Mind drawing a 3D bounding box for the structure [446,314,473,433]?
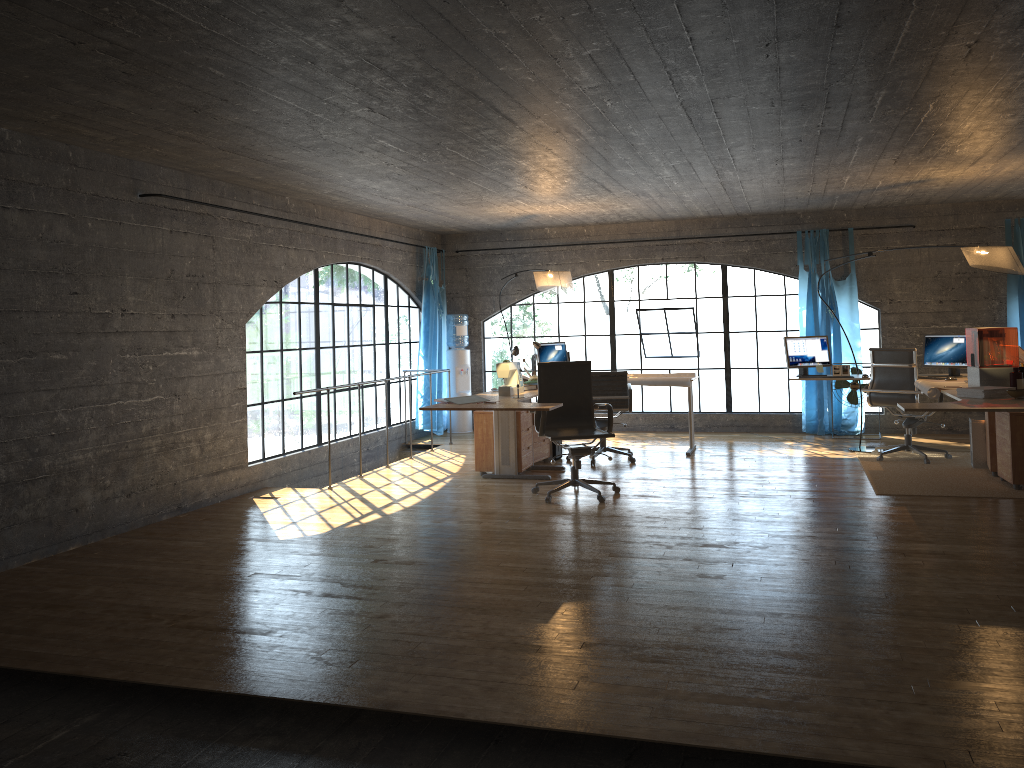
[{"bbox_3d":[-0.674,-0.138,11.116,0.326,1.480,0.327,-3,-2,38],"label":"structure"}]

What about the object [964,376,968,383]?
[{"bbox_3d":[3.735,-0.036,7.138,0.054,0.064,0.159,-2,3,-15],"label":"object"}]

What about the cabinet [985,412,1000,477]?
[{"bbox_3d":[4.069,0.444,7.062,0.472,0.573,0.425,-1,0,25],"label":"cabinet"}]

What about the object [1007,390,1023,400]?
[{"bbox_3d":[3.294,0.071,5.729,0.146,0.055,0.147,-2,3,-6],"label":"object"}]

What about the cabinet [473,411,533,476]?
[{"bbox_3d":[-0.068,0.509,7.813,0.426,0.573,0.425,-2,0,15],"label":"cabinet"}]

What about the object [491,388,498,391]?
[{"bbox_3d":[-0.101,0.051,7.721,0.075,0.026,0.180,-4,5,-42],"label":"object"}]

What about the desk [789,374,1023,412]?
[{"bbox_3d":[3.824,0.392,6.691,3.256,0.739,3.476,0,4,17],"label":"desk"}]

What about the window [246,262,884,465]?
[{"bbox_3d":[0.347,-0.470,10.021,6.951,1.874,3.185,-3,3,-22],"label":"window"}]

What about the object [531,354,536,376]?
[{"bbox_3d":[0.217,-0.167,9.007,0.085,0.278,0.084,-1,-2,-29],"label":"object"}]

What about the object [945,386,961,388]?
[{"bbox_3d":[3.388,0.024,6.782,0.125,0.009,0.012,1,3,31],"label":"object"}]

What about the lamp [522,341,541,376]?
[{"bbox_3d":[0.197,-0.224,8.881,0.207,0.410,0.105,-1,-2,-15],"label":"lamp"}]

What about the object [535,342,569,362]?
[{"bbox_3d":[0.420,-0.238,9.157,0.285,0.391,0.470,-2,1,43],"label":"object"}]

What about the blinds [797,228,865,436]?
[{"bbox_3d":[3.550,-0.589,9.850,0.667,2.303,0.257,-2,-2,13],"label":"blinds"}]

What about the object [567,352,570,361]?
[{"bbox_3d":[0.584,-0.201,9.378,0.085,0.278,0.085,-2,-1,20],"label":"object"}]

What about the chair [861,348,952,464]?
[{"bbox_3d":[3.569,0.172,8.054,0.685,1.017,0.651,-1,0,-39],"label":"chair"}]

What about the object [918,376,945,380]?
[{"bbox_3d":[3.696,-0.056,7.877,0.187,0.011,0.490,-3,4,-17],"label":"object"}]

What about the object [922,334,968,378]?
[{"bbox_3d":[3.954,-0.261,8.008,0.286,0.391,0.469,-2,1,-32],"label":"object"}]

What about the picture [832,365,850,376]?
[{"bbox_3d":[3.194,-0.134,8.568,0.158,0.105,0.032,-1,-1,18],"label":"picture"}]

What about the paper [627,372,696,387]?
[{"bbox_3d":[1.399,-0.041,8.919,0.850,0.114,0.583,0,4,18],"label":"paper"}]

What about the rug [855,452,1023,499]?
[{"bbox_3d":[3.750,0.722,7.247,1.599,0.005,2.205,0,4,17],"label":"rug"}]

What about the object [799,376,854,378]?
[{"bbox_3d":[2.968,-0.066,8.343,0.490,0.011,0.187,0,4,17],"label":"object"}]

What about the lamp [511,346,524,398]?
[{"bbox_3d":[0.043,-0.096,6.957,0.105,0.410,0.207,-2,-1,4],"label":"lamp"}]

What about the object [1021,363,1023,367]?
[{"bbox_3d":[4.017,-0.089,6.937,0.105,0.176,0.100,-2,0,4],"label":"object"}]

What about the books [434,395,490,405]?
[{"bbox_3d":[-0.383,0.117,6.673,0.308,0.044,0.317,-4,5,-38],"label":"books"}]

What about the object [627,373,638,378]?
[{"bbox_3d":[1.221,-0.095,9.124,0.159,0.064,0.054,-2,1,-16],"label":"object"}]

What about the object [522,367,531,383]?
[{"bbox_3d":[0.151,-0.088,8.688,0.190,0.165,0.169,-2,1,2],"label":"object"}]

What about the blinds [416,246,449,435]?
[{"bbox_3d":[-0.924,-0.531,10.748,0.262,2.289,0.945,-2,-1,14],"label":"blinds"}]

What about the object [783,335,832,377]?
[{"bbox_3d":[2.902,-0.274,8.664,0.470,0.391,0.285,-2,0,-12],"label":"object"}]

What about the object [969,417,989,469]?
[{"bbox_3d":[4.113,0.500,7.396,0.480,0.412,0.200,-1,-1,22],"label":"object"}]

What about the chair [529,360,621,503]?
[{"bbox_3d":[0.500,0.341,6.748,0.653,1.017,0.684,-2,0,-13],"label":"chair"}]

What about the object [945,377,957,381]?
[{"bbox_3d":[3.746,-0.046,7.536,0.101,0.034,0.059,-2,2,-8],"label":"object"}]

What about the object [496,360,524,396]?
[{"bbox_3d":[-0.023,-0.057,7.346,0.136,0.285,0.403,-2,2,18],"label":"object"}]

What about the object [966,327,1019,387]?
[{"bbox_3d":[3.427,-0.173,6.293,0.270,0.459,0.222,-2,-1,7],"label":"object"}]

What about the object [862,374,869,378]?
[{"bbox_3d":[3.277,-0.075,8.189,0.059,0.034,0.101,0,3,28],"label":"object"}]

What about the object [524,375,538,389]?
[{"bbox_3d":[0.263,-0.029,7.992,0.255,0.130,0.253,-1,3,20],"label":"object"}]

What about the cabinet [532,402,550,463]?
[{"bbox_3d":[0.109,0.473,8.301,0.471,0.573,0.425,-1,0,25],"label":"cabinet"}]

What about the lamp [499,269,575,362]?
[{"bbox_3d":[-0.414,-0.423,11.803,0.386,1.933,6.239,-1,3,-18],"label":"lamp"}]

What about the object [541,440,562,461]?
[{"bbox_3d":[0.228,0.528,8.613,0.480,0.412,0.200,-1,-1,22],"label":"object"}]

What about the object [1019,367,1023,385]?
[{"bbox_3d":[3.519,-0.025,6.086,0.079,0.187,0.079,-2,-1,25],"label":"object"}]

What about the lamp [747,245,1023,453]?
[{"bbox_3d":[2.774,-0.389,9.930,0.386,1.934,6.236,-1,2,-27],"label":"lamp"}]

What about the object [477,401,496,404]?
[{"bbox_3d":[-0.176,0.137,6.522,0.142,0.013,0.128,0,4,21],"label":"object"}]

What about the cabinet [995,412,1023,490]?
[{"bbox_3d":[3.893,0.480,6.573,0.426,0.573,0.427,-2,0,15],"label":"cabinet"}]

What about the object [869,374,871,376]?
[{"bbox_3d":[3.511,-0.116,8.347,0.412,0.081,0.279,-5,4,-41],"label":"object"}]

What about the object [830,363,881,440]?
[{"bbox_3d":[3.766,0.168,9.682,0.489,0.804,0.581,-2,0,22],"label":"object"}]

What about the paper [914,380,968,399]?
[{"bbox_3d":[3.532,0.027,6.961,0.581,0.114,0.853,0,4,18],"label":"paper"}]

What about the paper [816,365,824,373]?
[{"bbox_3d":[3.012,-0.149,8.634,0.077,0.074,0.018,-2,-1,-12],"label":"paper"}]

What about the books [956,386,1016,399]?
[{"bbox_3d":[3.197,0.054,5.956,0.310,0.058,0.221,-3,4,-22],"label":"books"}]

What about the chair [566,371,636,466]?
[{"bbox_3d":[0.831,0.299,8.457,0.653,0.861,0.684,-2,0,4],"label":"chair"}]

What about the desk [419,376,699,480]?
[{"bbox_3d":[0.616,0.415,7.701,1.633,0.739,3.515,-1,4,19],"label":"desk"}]

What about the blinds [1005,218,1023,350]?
[{"bbox_3d":[5.605,-0.541,9.185,0.857,2.425,0.260,-2,-2,26],"label":"blinds"}]

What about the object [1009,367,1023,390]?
[{"bbox_3d":[3.442,-0.019,6.022,0.079,0.187,0.079,-2,-1,35],"label":"object"}]

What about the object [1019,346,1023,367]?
[{"bbox_3d":[4.144,-0.168,7.188,0.286,0.300,0.395,-1,2,9],"label":"object"}]

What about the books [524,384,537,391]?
[{"bbox_3d":[0.059,0.026,7.816,0.260,0.054,0.290,-4,4,-32],"label":"books"}]
